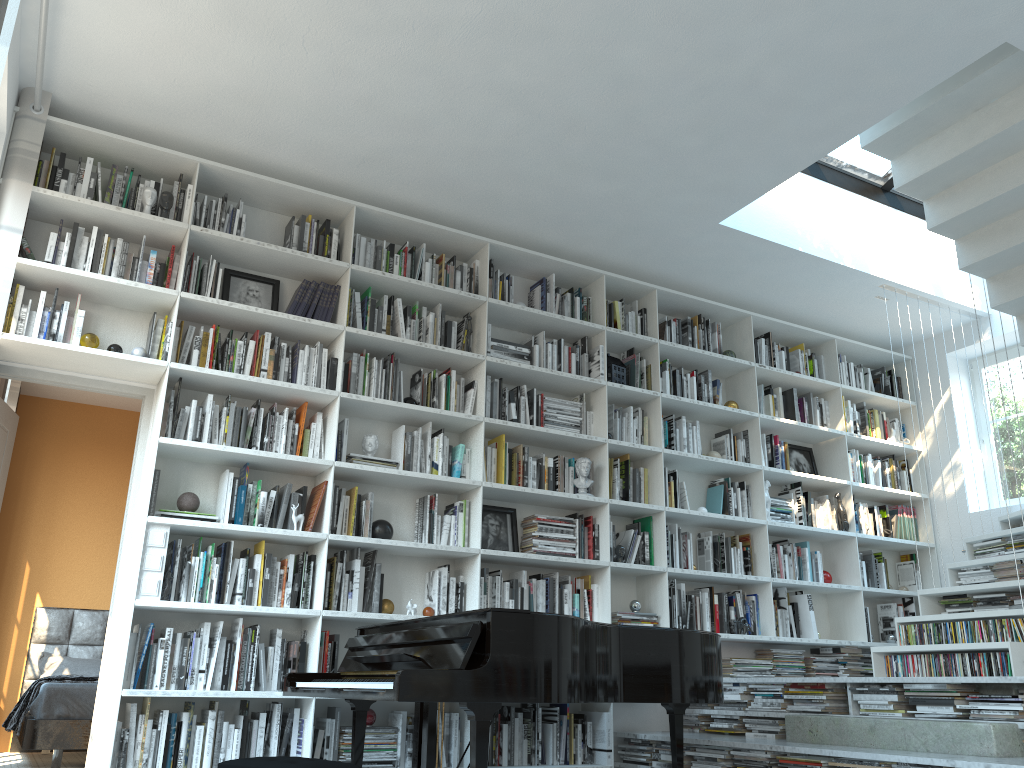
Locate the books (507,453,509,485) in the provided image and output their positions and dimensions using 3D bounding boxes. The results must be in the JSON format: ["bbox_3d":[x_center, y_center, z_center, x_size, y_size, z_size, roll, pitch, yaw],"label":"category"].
[{"bbox_3d":[-0.066,0.527,5.178,0.024,0.227,0.148,11,-21,-27],"label":"books"}]

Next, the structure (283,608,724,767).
[{"bbox_3d":[0.168,1.424,3.666,1.920,0.829,1.338,11,-21,-27],"label":"structure"}]

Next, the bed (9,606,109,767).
[{"bbox_3d":[-2.839,2.339,7.004,1.772,1.175,2.180,11,-21,-27],"label":"bed"}]

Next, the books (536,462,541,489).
[{"bbox_3d":[0.117,0.577,5.268,0.050,0.198,0.146,11,-21,-27],"label":"books"}]

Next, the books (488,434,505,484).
[{"bbox_3d":[-0.094,0.465,5.137,0.014,0.316,0.188,11,-21,-27],"label":"books"}]

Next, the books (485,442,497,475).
[{"bbox_3d":[-0.126,0.491,5.162,0.010,0.283,0.137,11,-21,-27],"label":"books"}]

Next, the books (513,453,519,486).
[{"bbox_3d":[-0.005,0.533,5.203,0.026,0.235,0.137,11,-21,-27],"label":"books"}]

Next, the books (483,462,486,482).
[{"bbox_3d":[-0.201,0.502,5.082,0.053,0.208,0.156,11,-21,-27],"label":"books"}]

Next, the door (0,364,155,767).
[{"bbox_3d":[-2.383,1.000,4.326,0.835,1.973,0.788,11,-21,-27],"label":"door"}]

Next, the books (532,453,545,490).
[{"bbox_3d":[0.150,0.551,5.284,0.014,0.257,0.162,11,-21,-27],"label":"books"}]

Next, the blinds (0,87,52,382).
[{"bbox_3d":[-2.465,0.229,4.017,0.140,3.219,0.778,11,-21,-27],"label":"blinds"}]

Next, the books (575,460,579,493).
[{"bbox_3d":[0.390,0.599,5.410,0.025,0.258,0.131,11,-21,-27],"label":"books"}]

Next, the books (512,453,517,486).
[{"bbox_3d":[-0.018,0.531,5.187,0.012,0.227,0.170,11,-21,-27],"label":"books"}]

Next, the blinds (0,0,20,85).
[{"bbox_3d":[-1.111,-0.549,1.692,0.140,3.219,0.778,11,-21,-27],"label":"blinds"}]

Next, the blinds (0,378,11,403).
[{"bbox_3d":[-3.036,0.557,4.998,0.140,3.219,0.778,11,-21,-27],"label":"blinds"}]

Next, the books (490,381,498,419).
[{"bbox_3d":[-0.143,0.136,5.231,0.025,0.265,0.185,11,-21,-27],"label":"books"}]

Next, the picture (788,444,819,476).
[{"bbox_3d":[2.111,0.590,6.482,0.300,0.298,0.078,11,-21,-27],"label":"picture"}]

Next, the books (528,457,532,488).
[{"bbox_3d":[0.065,0.553,5.229,0.024,0.215,0.175,11,-21,-27],"label":"books"}]

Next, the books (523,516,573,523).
[{"bbox_3d":[0.213,0.812,5.237,0.254,0.012,0.161,12,-22,-30],"label":"books"}]

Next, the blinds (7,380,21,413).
[{"bbox_3d":[-4.390,1.335,7.322,0.140,3.219,0.778,11,-21,-27],"label":"blinds"}]

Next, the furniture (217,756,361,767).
[{"bbox_3d":[-0.670,1.287,2.607,0.467,0.352,0.240,-12,-23,34],"label":"furniture"}]

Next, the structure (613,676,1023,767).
[{"bbox_3d":[2.462,1.852,4.501,2.902,0.657,3.121,11,-21,-27],"label":"structure"}]

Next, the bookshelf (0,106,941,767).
[{"bbox_3d":[0.311,0.769,5.235,6.303,3.130,0.331,11,-21,-27],"label":"bookshelf"}]

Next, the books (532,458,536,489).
[{"bbox_3d":[0.088,0.559,5.242,0.030,0.214,0.169,11,-21,-27],"label":"books"}]

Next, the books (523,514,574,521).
[{"bbox_3d":[0.214,0.800,5.239,0.254,0.012,0.161,10,-21,-23],"label":"books"}]

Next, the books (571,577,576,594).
[{"bbox_3d":[0.335,1.277,5.176,0.010,0.283,0.132,11,-21,-27],"label":"books"}]

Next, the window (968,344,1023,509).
[{"bbox_3d":[3.803,0.240,6.239,0.042,1.221,1.120,11,-21,-27],"label":"window"}]

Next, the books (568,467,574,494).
[{"bbox_3d":[0.323,0.613,5.367,0.035,0.200,0.149,11,-21,-27],"label":"books"}]

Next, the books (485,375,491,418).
[{"bbox_3d":[-0.180,0.116,5.224,0.026,0.296,0.179,11,-21,-27],"label":"books"}]

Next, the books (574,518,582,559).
[{"bbox_3d":[0.361,0.938,5.275,0.011,0.260,0.184,11,-21,-27],"label":"books"}]

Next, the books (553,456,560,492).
[{"bbox_3d":[0.232,0.565,5.299,0.012,0.244,0.186,11,-21,-27],"label":"books"}]

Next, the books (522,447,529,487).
[{"bbox_3d":[0.040,0.518,5.208,0.028,0.266,0.190,11,-21,-27],"label":"books"}]

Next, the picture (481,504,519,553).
[{"bbox_3d":[-0.102,0.847,5.105,0.300,0.298,0.078,11,-21,-27],"label":"picture"}]

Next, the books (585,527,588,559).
[{"bbox_3d":[0.408,0.974,5.310,0.021,0.216,0.132,11,-21,-27],"label":"books"}]

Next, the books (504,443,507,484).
[{"bbox_3d":[-0.082,0.491,5.135,0.015,0.265,0.189,11,-21,-27],"label":"books"}]

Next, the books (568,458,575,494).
[{"bbox_3d":[0.340,0.591,5.395,0.014,0.262,0.135,11,-21,-27],"label":"books"}]

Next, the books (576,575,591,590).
[{"bbox_3d":[0.419,1.283,5.212,0.011,0.299,0.149,11,-21,-27],"label":"books"}]

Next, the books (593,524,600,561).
[{"bbox_3d":[0.455,0.967,5.306,0.034,0.228,0.200,11,-21,-27],"label":"books"}]

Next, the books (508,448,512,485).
[{"bbox_3d":[-0.045,0.519,5.200,0.028,0.258,0.135,11,-21,-27],"label":"books"}]

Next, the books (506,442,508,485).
[{"bbox_3d":[-0.069,0.493,5.159,0.010,0.280,0.171,11,-21,-27],"label":"books"}]

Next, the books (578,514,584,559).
[{"bbox_3d":[0.386,0.934,5.304,0.011,0.287,0.152,11,-21,-27],"label":"books"}]

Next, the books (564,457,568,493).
[{"bbox_3d":[0.297,0.582,5.364,0.024,0.258,0.127,11,-21,-27],"label":"books"}]

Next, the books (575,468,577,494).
[{"bbox_3d":[0.353,0.619,5.387,0.012,0.205,0.146,11,-21,-27],"label":"books"}]

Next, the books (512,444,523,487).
[{"bbox_3d":[0.015,0.511,5.214,0.013,0.282,0.177,11,-21,-27],"label":"books"}]

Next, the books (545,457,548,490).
[{"bbox_3d":[0.162,0.564,5.282,0.010,0.233,0.175,11,-21,-27],"label":"books"}]

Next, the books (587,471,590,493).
[{"bbox_3d":[0.432,0.602,5.426,0.014,0.265,0.154,11,-21,-27],"label":"books"}]

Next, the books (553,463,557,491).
[{"bbox_3d":[0.209,0.586,5.291,0.029,0.199,0.179,11,-21,-27],"label":"books"}]

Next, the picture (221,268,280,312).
[{"bbox_3d":[-1.406,-0.460,4.765,0.300,0.298,0.078,11,-21,-27],"label":"picture"}]

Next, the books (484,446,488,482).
[{"bbox_3d":[-0.190,0.492,5.105,0.042,0.241,0.162,11,-21,-27],"label":"books"}]

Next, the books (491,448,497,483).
[{"bbox_3d":[-0.138,0.505,5.136,0.029,0.239,0.156,11,-21,-27],"label":"books"}]

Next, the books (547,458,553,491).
[{"bbox_3d":[0.184,0.569,5.280,0.029,0.223,0.186,11,-21,-27],"label":"books"}]

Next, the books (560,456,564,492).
[{"bbox_3d":[0.261,0.571,5.335,0.025,0.257,0.151,11,-21,-27],"label":"books"}]

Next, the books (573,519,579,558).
[{"bbox_3d":[0.349,0.940,5.271,0.012,0.253,0.161,11,-21,-27],"label":"books"}]

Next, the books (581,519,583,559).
[{"bbox_3d":[0.375,0.948,5.294,0.013,0.255,0.163,11,-21,-27],"label":"books"}]

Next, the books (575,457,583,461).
[{"bbox_3d":[0.407,0.597,5.433,0.025,0.278,0.108,11,-21,-27],"label":"books"}]

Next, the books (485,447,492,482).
[{"bbox_3d":[-0.165,0.498,5.129,0.026,0.247,0.139,11,-21,-27],"label":"books"}]

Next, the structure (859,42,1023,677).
[{"bbox_3d":[2.796,0.169,4.781,2.616,3.369,1.960,11,-21,-27],"label":"structure"}]

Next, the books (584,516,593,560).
[{"bbox_3d":[0.431,0.942,5.312,0.011,0.278,0.186,11,-21,-27],"label":"books"}]
